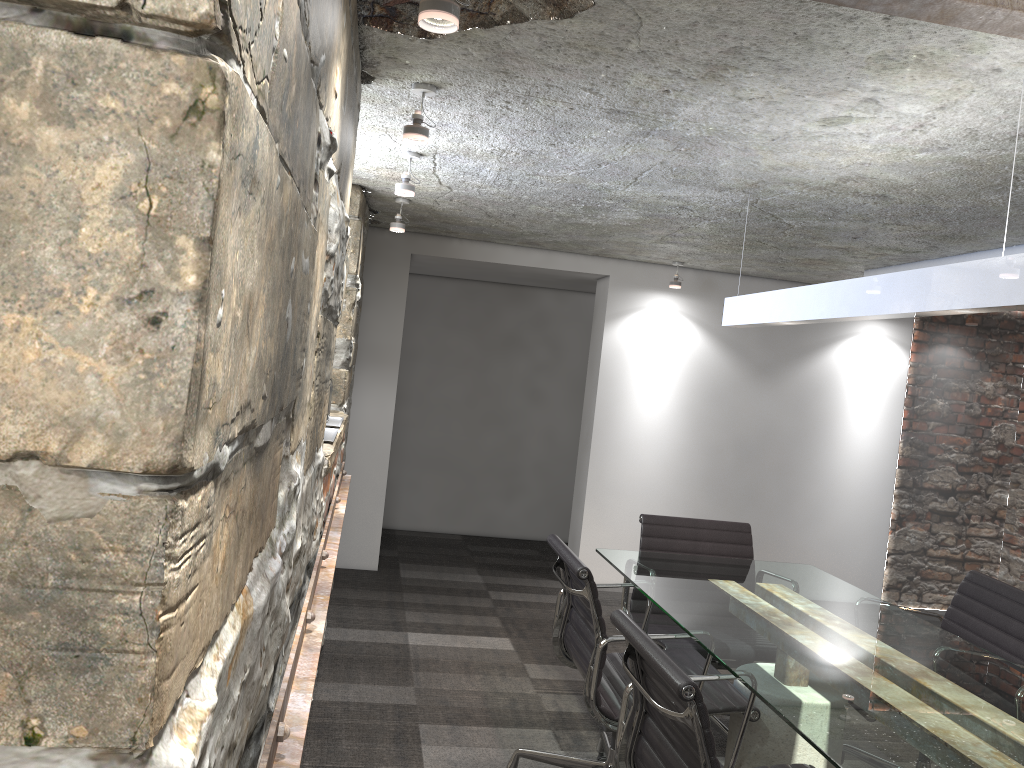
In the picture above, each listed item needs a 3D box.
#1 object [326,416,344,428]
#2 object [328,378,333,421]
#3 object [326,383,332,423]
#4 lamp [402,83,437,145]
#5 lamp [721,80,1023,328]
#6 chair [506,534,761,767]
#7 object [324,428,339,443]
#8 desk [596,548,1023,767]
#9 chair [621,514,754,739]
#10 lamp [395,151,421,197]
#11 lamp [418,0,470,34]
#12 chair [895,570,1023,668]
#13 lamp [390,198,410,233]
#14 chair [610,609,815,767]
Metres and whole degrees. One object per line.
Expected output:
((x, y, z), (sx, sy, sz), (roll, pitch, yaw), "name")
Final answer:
((-0.845, 0.141, 3.590), (0.310, 0.007, 0.457), (6, 1, -9), "object")
((-0.774, 0.000, 3.648), (0.073, 0.300, 0.073), (5, 2, -41), "object")
((-0.759, 0.003, 3.556), (0.073, 0.300, 0.073), (5, 2, -40), "object")
((-0.263, -0.770, 2.530), (0.077, 0.165, 0.098), (7, 1, 24), "lamp")
((1.137, -0.428, 1.955), (0.073, 0.524, 3.159), (6, 1, -9), "lamp")
((0.395, 0.955, 2.797), (0.667, 0.837, 0.693), (6, 1, -18), "chair")
((-0.758, 0.162, 3.033), (0.310, 0.007, 0.457), (6, 1, -9), "object")
((0.975, 1.099, 1.989), (0.909, 0.711, 3.154), (6, 1, -9), "desk")
((0.752, 0.981, 3.405), (0.693, 0.837, 0.667), (6, 1, -17), "chair")
((-0.397, -0.802, 3.390), (0.077, 0.165, 0.098), (7, 1, 24), "lamp")
((-0.122, -0.737, 1.633), (0.077, 0.165, 0.098), (7, 1, 24), "lamp")
((1.338, 1.055, 2.930), (0.667, 0.837, 0.693), (6, 1, -11), "chair")
((-0.558, -0.841, 4.420), (0.077, 0.165, 0.098), (7, 1, 24), "lamp")
((0.514, 0.986, 1.925), (0.667, 0.837, 0.693), (6, 1, -18), "chair")
